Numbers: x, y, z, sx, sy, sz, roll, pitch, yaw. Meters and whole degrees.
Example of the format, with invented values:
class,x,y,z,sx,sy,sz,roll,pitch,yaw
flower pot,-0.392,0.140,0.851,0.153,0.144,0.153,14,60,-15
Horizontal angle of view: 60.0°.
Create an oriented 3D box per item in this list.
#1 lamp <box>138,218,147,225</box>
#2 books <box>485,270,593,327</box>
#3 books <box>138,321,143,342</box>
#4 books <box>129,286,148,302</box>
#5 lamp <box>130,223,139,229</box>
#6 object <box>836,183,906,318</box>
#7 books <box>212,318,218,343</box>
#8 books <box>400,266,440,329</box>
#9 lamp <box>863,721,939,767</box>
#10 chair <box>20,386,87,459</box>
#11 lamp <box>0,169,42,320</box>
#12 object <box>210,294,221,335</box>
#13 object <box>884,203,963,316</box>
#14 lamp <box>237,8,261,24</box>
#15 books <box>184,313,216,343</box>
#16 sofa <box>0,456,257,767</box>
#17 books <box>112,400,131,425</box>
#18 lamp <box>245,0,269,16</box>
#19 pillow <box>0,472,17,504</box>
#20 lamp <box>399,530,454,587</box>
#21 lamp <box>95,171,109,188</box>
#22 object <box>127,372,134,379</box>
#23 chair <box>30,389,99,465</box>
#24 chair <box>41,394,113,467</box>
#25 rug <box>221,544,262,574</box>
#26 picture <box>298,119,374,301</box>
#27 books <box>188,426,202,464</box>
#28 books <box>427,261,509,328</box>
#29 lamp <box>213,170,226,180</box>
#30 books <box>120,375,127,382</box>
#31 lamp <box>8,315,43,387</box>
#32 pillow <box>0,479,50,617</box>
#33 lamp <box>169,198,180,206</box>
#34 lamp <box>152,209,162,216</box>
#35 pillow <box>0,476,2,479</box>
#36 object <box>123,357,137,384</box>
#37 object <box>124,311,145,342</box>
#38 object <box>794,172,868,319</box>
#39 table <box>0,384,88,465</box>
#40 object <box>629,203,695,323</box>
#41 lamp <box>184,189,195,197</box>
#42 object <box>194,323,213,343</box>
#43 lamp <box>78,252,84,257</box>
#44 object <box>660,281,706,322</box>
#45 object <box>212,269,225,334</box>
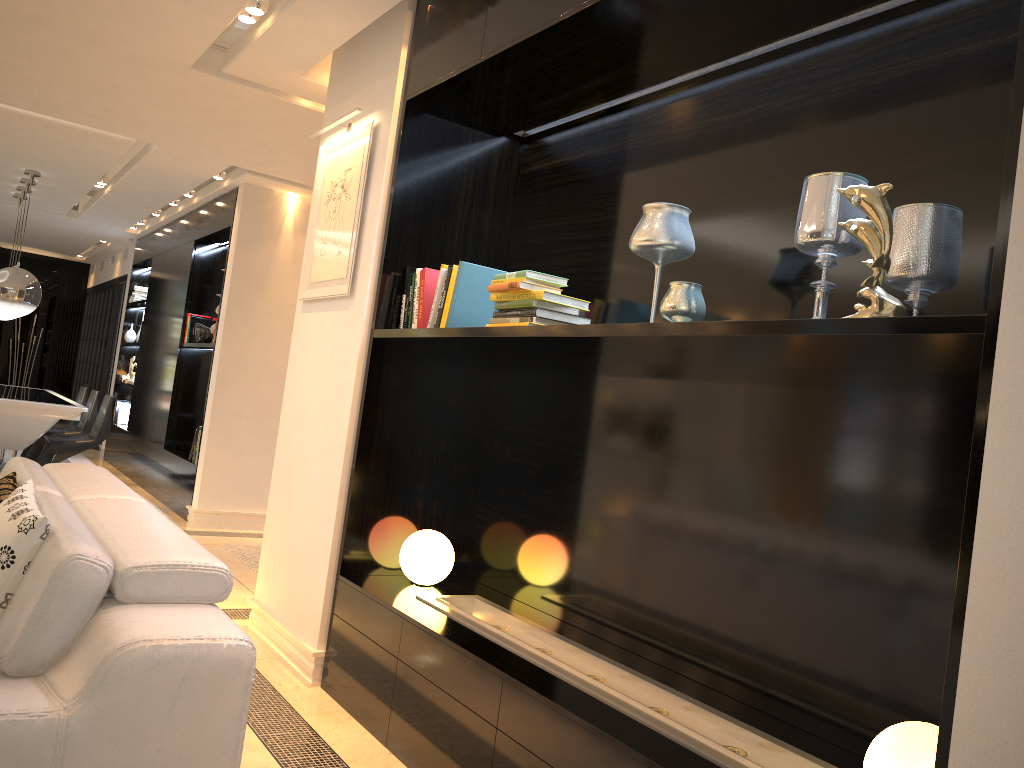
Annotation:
class,x,y,z,sx,sy,sz,roll,pitch,yaw
lamp,-4.016,-1.791,9.615,0.107,0.127,0.107,6,-3,39
books,0.083,-0.250,2.913,0.260,0.197,0.296,9,-2,-30
books,-4.022,-0.569,9.838,0.207,0.256,0.245,9,-2,-34
books,-4.339,-1.035,10.409,0.259,0.188,0.302,9,-2,-26
lamp,-4.258,-1.809,9.993,0.107,0.127,0.107,6,-3,39
object,0.708,-0.254,1.770,0.116,0.293,0.182,9,-3,-35
books,-2.259,-0.422,7.052,0.189,0.238,0.290,9,-2,-34
books,-0.299,-0.315,3.468,0.208,0.270,0.240,9,-2,-33
lamp,0.790,0.763,1.705,0.213,0.214,0.212,7,-2,18
chair,-4.629,0.420,8.952,0.496,0.858,0.523,9,-2,-33
lamp,-4.444,-1.191,7.944,0.408,1.226,1.827,9,-2,-33
object,-2.424,-0.526,7.350,0.121,0.416,0.121,9,-3,-37
object,0.890,-0.221,1.938,0.147,0.317,0.147,9,-2,-31
lamp,-1.129,-1.614,3.799,0.107,0.127,0.107,8,-2,-21
books,-2.752,-0.476,7.828,0.210,0.270,0.236,9,-2,-33
sofa,-1.613,0.640,2.404,1.145,0.754,2.328,9,-2,-33
books,-4.552,0.335,10.411,0.210,0.270,0.236,9,-2,-33
lamp,-1.067,-1.609,3.702,0.107,0.127,0.107,8,-2,-21
pillow,-1.580,0.440,2.488,0.323,0.355,0.524,9,-2,-32
lamp,-0.331,0.676,3.458,0.212,0.214,0.213,7,-2,7
lamp,-3.609,-1.802,7.794,0.107,0.127,0.271,9,-2,-33
object,-4.357,-0.071,10.182,0.125,0.125,0.125,7,-2,7
chair,-4.195,0.454,8.273,0.496,0.858,0.523,9,-2,-33
chair,-3.738,0.490,7.558,0.496,0.858,0.523,9,-2,-33
rug,0.497,1.459,6.776,5.025,0.015,1.526,9,-2,-33
picture,-0.770,-0.733,3.876,0.027,0.729,0.610,9,-2,-33
books,-2.409,0.487,7.037,0.222,0.296,0.345,9,-2,-33
books,-0.171,-0.301,3.275,0.212,0.261,0.210,9,-2,-33
lamp,-2.279,-1.656,6.898,0.107,0.127,0.107,6,-3,39
books,-4.460,-0.052,10.370,0.209,0.073,0.266,9,-2,-29
lamp,-7.345,-0.264,13.276,0.418,1.801,0.200,9,-2,-33
pillow,-1.296,0.450,2.127,0.255,0.399,0.526,9,-2,-33
lamp,-3.141,-1.723,8.246,0.107,0.127,0.107,6,-3,39
lamp,-3.579,-1.757,8.931,0.107,0.127,0.107,6,-3,39
pillow,-1.839,0.454,2.867,0.351,0.329,0.521,9,-2,-33
object,-4.272,-0.155,10.034,0.177,0.311,0.177,9,-2,-33
object,-4.400,-0.670,10.374,0.210,0.395,0.180,9,-2,-29
object,0.764,-0.286,2.161,0.156,0.426,0.156,9,-2,-27
table,-4.697,0.420,7.832,1.293,0.759,3.031,9,-2,-33
object,0.415,-0.310,2.519,0.181,0.381,0.181,9,-3,-38
lamp,-2.820,-1.698,7.743,0.107,0.127,0.107,6,-3,39
object,-2.606,-0.416,7.556,0.193,0.177,0.375,9,-2,-32
lamp,-6.538,-1.991,13.428,0.107,0.127,0.107,6,-3,39
object,0.461,-0.193,2.399,0.119,0.154,0.119,9,-2,-23
object,-2.352,-0.620,7.212,0.121,0.612,0.121,9,-3,-37
